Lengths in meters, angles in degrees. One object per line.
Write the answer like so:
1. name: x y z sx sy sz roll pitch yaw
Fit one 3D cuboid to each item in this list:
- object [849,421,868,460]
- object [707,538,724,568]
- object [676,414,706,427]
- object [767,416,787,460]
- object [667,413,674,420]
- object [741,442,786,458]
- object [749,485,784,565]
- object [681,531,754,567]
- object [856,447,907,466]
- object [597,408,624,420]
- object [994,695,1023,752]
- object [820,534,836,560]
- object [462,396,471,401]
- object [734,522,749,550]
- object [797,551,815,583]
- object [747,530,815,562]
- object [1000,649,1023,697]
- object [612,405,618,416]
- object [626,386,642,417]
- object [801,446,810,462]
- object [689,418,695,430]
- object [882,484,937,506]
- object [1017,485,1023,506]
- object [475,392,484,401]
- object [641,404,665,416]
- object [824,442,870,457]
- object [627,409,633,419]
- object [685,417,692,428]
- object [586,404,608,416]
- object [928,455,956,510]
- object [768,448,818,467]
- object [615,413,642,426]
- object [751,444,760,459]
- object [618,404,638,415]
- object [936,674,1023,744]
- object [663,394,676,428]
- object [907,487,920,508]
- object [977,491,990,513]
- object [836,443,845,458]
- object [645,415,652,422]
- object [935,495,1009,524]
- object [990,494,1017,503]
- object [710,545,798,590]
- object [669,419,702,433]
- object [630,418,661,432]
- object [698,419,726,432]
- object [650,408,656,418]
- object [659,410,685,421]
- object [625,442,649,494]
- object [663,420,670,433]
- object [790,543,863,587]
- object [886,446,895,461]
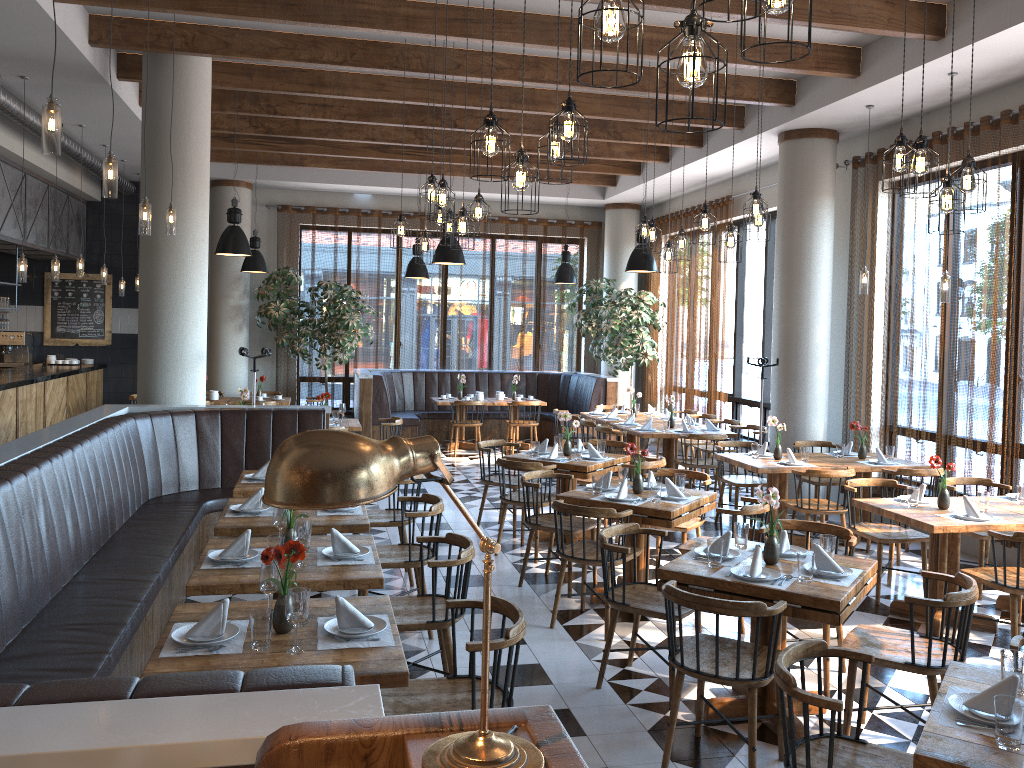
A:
1. object: 3.230 0.521 8.262 0.171 0.355 0.156 2 2 10
2. object: 0.992 0.828 4.331 0.080 0.132 0.080 2 2 2
3. object: 2.207 0.435 10.900 0.272 0.137 0.352 1 3 -12
4. object: 2.410 0.489 8.091 0.146 0.400 0.206 3 2 41
5. object: 1.968 0.425 11.000 0.080 0.132 0.080 0 2 -27
6. object: 2.350 0.604 8.325 0.352 0.137 0.272 1 3 -12
7. object: 1.270 0.696 4.407 0.146 0.400 0.207 1 2 -1
8. object: 1.059 0.813 4.545 0.272 0.137 0.352 4 4 33
9. object: 3.338 0.650 7.998 0.352 0.137 0.272 1 3 -12
10. object: 1.277 0.379 11.398 0.272 0.137 0.352 1 3 -12
11. object: 1.398 0.956 2.493 0.080 0.132 0.080 2 2 12
12. object: 1.595 0.834 4.477 0.080 0.132 0.080 2 2 2
13. object: -0.686 0.226 13.533 0.176 0.067 0.176 3 4 23
14. object: 1.219 0.809 4.709 0.080 0.132 0.080 2 2 2
15. object: 1.362 0.851 4.110 0.080 0.132 0.080 2 2 2
16. object: 1.429 0.817 4.630 0.352 0.137 0.272 4 4 33
17. object: 1.625 0.937 2.871 0.080 0.132 0.080 2 2 2
18. object: 1.380 0.356 11.838 0.080 0.132 0.080 0 2 -27
19. object: 1.616 0.233 11.764 0.206 0.400 0.146 1 2 -14
20. object: 2.652 0.634 8.018 0.080 0.132 0.080 0 2 -27
21. object: 2.100 0.470 10.347 0.080 0.132 0.080 0 2 -27
22. object: 2.824 0.753 6.180 0.352 0.137 0.272 1 3 -12
23. object: 3.547 0.776 6.152 0.080 0.132 0.080 2 2 22
24. object: -0.505 0.188 13.741 0.130 0.128 0.130 3 3 32
25. object: 1.932 0.348 12.144 0.272 0.137 0.352 1 3 -12
26. object: 3.218 0.613 8.517 0.352 0.137 0.272 1 3 -12
27. object: 1.500 0.394 11.293 0.080 0.132 0.080 0 2 -27
28. object: 2.097 0.458 10.537 0.080 0.132 0.080 0 2 -27
29. object: 1.153 0.340 11.962 0.272 0.137 0.352 1 3 -12
30. object: 2.882 0.659 5.971 0.156 0.355 0.171 0 2 -34
31. object: 2.471 0.640 7.806 0.352 0.137 0.272 1 3 -12
32. object: 1.420 0.424 10.750 0.272 0.137 0.352 1 3 -12
33. object: 2.226 0.617 8.107 0.080 0.132 0.080 0 2 -27
34. object: 1.520 0.337 12.153 0.352 0.137 0.272 1 3 -12
35. object: 1.469 0.941 2.707 0.272 0.137 0.352 4 4 33
36. object: 1.874 0.319 10.515 0.146 0.400 0.207 1 2 -8
37. object: 2.699 0.766 5.965 0.080 0.132 0.080 0 2 -27
38. object: 3.125 0.783 5.875 0.080 0.132 0.080 0 2 -27
39. object: 3.074 0.627 8.295 0.080 0.132 0.080 2 2 12
40. object: 1.641 0.439 10.655 0.080 0.132 0.080 0 2 -27
41. object: 2.945 0.790 5.661 0.352 0.137 0.272 1 3 -12
42. object: 3.691 0.763 6.372 0.352 0.137 0.272 1 3 -12
43. object: 1.147 0.839 4.177 0.352 0.137 0.272 4 4 33
44. object: 1.980 0.479 10.128 0.352 0.137 0.272 1 3 -12
45. object: 1.544 0.463 10.190 0.272 0.137 0.352 1 3 -12
46. object: 2.330 0.474 10.340 0.272 0.137 0.352 1 3 -12
47. object: 1.856 0.380 11.660 0.080 0.132 0.080 0 2 -27
48. object: 2.063 0.389 11.549 0.272 0.137 0.352 1 3 -12
49. object: 0.866 0.590 6.251 0.171 0.355 0.156 3 2 43
50. object: 1.748 0.481 10.031 0.080 0.132 0.080 0 2 -27
51. object: 1.516 0.843 4.262 0.272 0.137 0.352 4 4 33
52. object: 3.500 0.643 8.205 0.080 0.132 0.080 2 2 12
